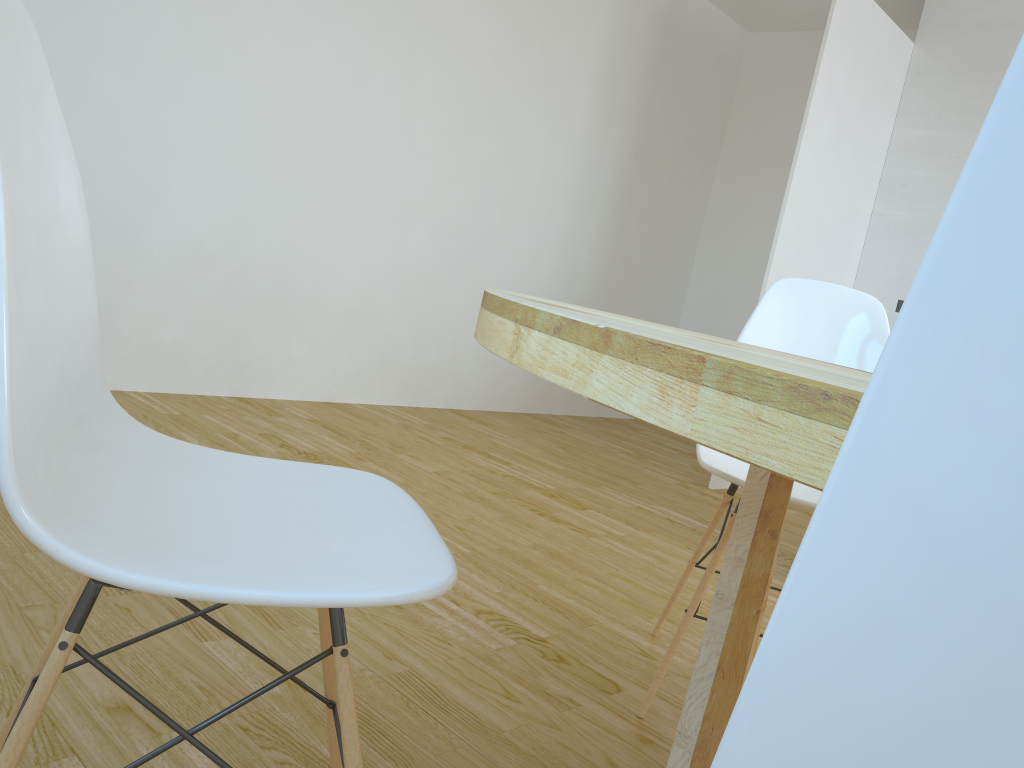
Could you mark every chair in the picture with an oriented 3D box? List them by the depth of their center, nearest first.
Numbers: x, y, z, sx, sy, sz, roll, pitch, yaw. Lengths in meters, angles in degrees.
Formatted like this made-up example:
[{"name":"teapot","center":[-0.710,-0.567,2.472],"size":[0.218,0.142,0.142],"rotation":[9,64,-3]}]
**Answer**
[{"name":"chair","center":[0.265,0.341,0.243],"size":[0.434,0.898,0.521],"rotation":[16,5,41]},{"name":"chair","center":[-0.299,0.137,0.859],"size":[0.521,0.898,0.433],"rotation":[12,4,-18]},{"name":"chair","center":[0.587,0.219,1.840],"size":[0.431,0.898,0.524],"rotation":[14,4,11]}]

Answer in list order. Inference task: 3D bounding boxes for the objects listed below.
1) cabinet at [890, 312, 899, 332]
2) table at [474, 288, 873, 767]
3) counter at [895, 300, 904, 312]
[{"name":"cabinet","center":[2.167,0.526,2.244],"size":[2.423,0.906,0.598],"rotation":[19,7,41]},{"name":"table","center":[0.753,0.473,0.800],"size":[2.210,0.722,1.189],"rotation":[18,8,40]},{"name":"counter","center":[2.273,0.066,2.217],"size":[2.423,0.040,0.598],"rotation":[19,9,41]}]
